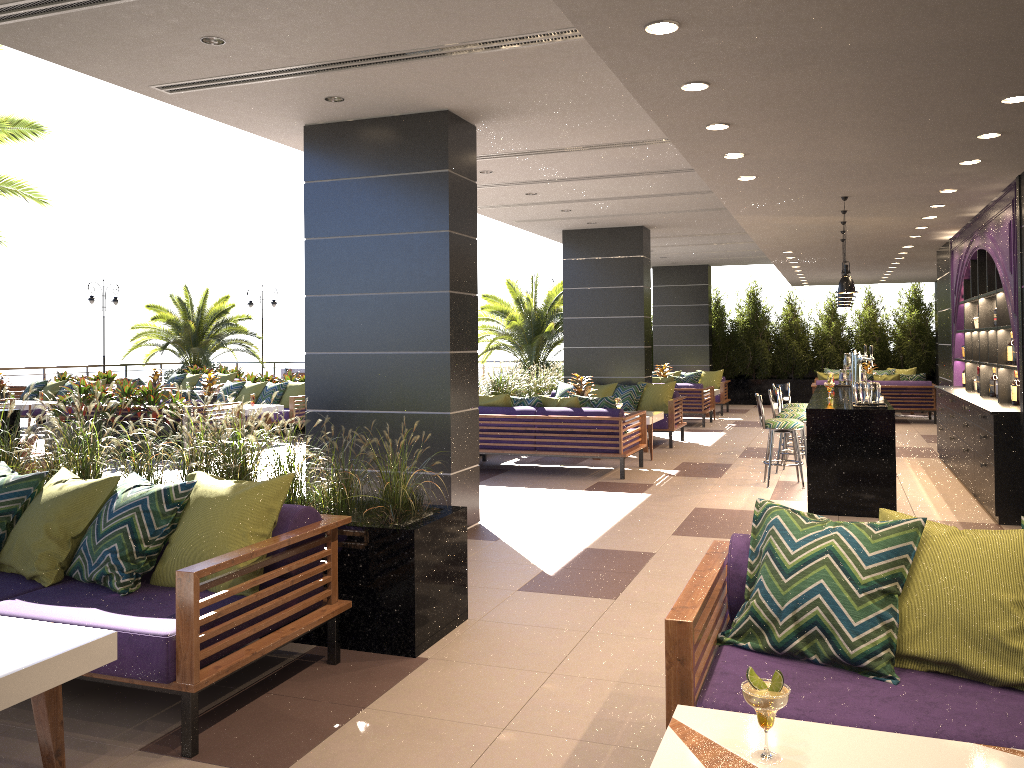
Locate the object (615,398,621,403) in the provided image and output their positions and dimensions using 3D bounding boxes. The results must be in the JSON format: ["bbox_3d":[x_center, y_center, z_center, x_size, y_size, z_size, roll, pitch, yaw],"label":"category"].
[{"bbox_3d":[1.429,0.280,11.938,0.067,0.190,0.084,0,-1,-45],"label":"object"}]

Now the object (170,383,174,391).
[{"bbox_3d":[-7.123,0.070,18.530,0.067,0.190,0.084,0,-1,-40],"label":"object"}]

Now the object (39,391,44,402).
[{"bbox_3d":[-8.264,0.214,15.539,0.067,0.190,0.084,0,-1,-40],"label":"object"}]

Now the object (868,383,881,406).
[{"bbox_3d":[3.110,0.099,7.600,0.105,0.209,0.105,-1,0,25],"label":"object"}]

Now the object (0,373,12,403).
[{"bbox_3d":[-8.914,0.058,15.408,0.430,0.527,0.425,-1,1,-38],"label":"object"}]

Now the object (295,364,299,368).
[{"bbox_3d":[-5.701,-0.418,23.490,0.105,0.209,0.105,-1,0,-5],"label":"object"}]

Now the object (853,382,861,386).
[{"bbox_3d":[3.089,0.087,7.864,0.105,0.209,0.105,-1,0,25],"label":"object"}]

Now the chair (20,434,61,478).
[{"bbox_3d":[-3.940,0.806,6.626,0.714,0.817,0.715,0,1,20],"label":"chair"}]

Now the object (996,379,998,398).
[{"bbox_3d":[4.770,-0.016,8.656,0.104,0.315,0.086,-1,-1,25],"label":"object"}]

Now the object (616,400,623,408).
[{"bbox_3d":[1.372,0.302,11.357,0.106,0.197,0.105,0,0,-42],"label":"object"}]

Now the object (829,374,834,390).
[{"bbox_3d":[3.772,-0.026,10.486,0.084,0.190,0.067,0,-1,-45],"label":"object"}]

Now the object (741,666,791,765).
[{"bbox_3d":[0.561,0.727,1.955,0.106,0.197,0.105,0,0,-42],"label":"object"}]

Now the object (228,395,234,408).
[{"bbox_3d":[-4.263,0.266,13.417,0.106,0.197,0.105,0,0,-37],"label":"object"}]

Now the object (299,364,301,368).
[{"bbox_3d":[-5.667,-0.424,23.601,0.105,0.209,0.105,-1,0,-5],"label":"object"}]

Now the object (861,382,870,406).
[{"bbox_3d":[3.093,0.093,7.734,0.105,0.209,0.105,-1,0,25],"label":"object"}]

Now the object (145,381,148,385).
[{"bbox_3d":[-8.072,0.033,19.512,0.106,0.197,0.105,0,0,-37],"label":"object"}]

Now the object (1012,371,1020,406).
[{"bbox_3d":[4.403,0.038,7.713,0.086,0.299,0.086,0,-1,-21],"label":"object"}]

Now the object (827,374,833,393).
[{"bbox_3d":[3.540,-0.006,9.846,0.069,0.211,0.068,-1,-1,3],"label":"object"}]

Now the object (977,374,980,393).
[{"bbox_3d":[5.115,-0.056,9.649,0.086,0.298,0.086,0,-1,-21],"label":"object"}]

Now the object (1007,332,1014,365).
[{"bbox_3d":[4.461,-0.317,7.886,0.086,0.299,0.086,0,-1,-21],"label":"object"}]

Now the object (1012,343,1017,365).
[{"bbox_3d":[4.385,-0.308,7.674,0.086,0.298,0.086,0,-1,-21],"label":"object"}]

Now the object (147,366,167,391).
[{"bbox_3d":[-7.659,-0.112,18.980,0.425,0.527,0.430,-1,1,-43],"label":"object"}]

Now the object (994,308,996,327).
[{"bbox_3d":[4.870,-0.709,8.857,0.086,0.299,0.086,0,-1,-21],"label":"object"}]

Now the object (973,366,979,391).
[{"bbox_3d":[5.224,-0.057,9.891,0.123,0.279,0.123,-1,0,21],"label":"object"}]

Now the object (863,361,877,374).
[{"bbox_3d":[7.078,-0.193,17.587,0.430,0.527,0.425,0,1,37],"label":"object"}]

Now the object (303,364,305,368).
[{"bbox_3d":[-5.485,-0.417,23.414,0.105,0.209,0.105,-1,0,-5],"label":"object"}]

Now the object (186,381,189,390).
[{"bbox_3d":[-7.015,0.031,19.149,0.069,0.211,0.068,-1,-1,8],"label":"object"}]

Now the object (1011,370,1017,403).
[{"bbox_3d":[4.484,0.029,7.868,0.086,0.298,0.086,0,-1,-21],"label":"object"}]

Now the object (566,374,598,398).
[{"bbox_3d":[0.913,0.124,11.781,0.430,0.527,0.425,0,0,32],"label":"object"}]

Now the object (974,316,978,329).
[{"bbox_3d":[5.238,-0.748,9.905,0.123,0.279,0.123,-1,-1,34],"label":"object"}]

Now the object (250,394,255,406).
[{"bbox_3d":[-4.081,0.245,13.930,0.067,0.190,0.084,0,-1,-40],"label":"object"}]

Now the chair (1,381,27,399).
[{"bbox_3d":[-11.346,0.300,19.673,0.714,0.817,0.714,0,1,20],"label":"chair"}]

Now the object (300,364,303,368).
[{"bbox_3d":[-5.566,-0.420,23.507,0.105,0.209,0.105,-1,0,-5],"label":"object"}]

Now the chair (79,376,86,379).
[{"bbox_3d":[-10.685,0.214,21.468,0.714,0.817,0.714,0,1,20],"label":"chair"}]

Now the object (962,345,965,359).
[{"bbox_3d":[5.521,-0.431,10.744,0.094,0.248,0.151,-1,0,9],"label":"object"}]

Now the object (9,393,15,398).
[{"bbox_3d":[-8.408,0.241,14.882,0.082,0.198,0.069,0,-1,-28],"label":"object"}]

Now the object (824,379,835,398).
[{"bbox_3d":[3.198,0.046,8.918,0.106,0.197,0.106,0,0,-42],"label":"object"}]

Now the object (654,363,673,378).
[{"bbox_3d":[3.002,-0.148,17.459,0.430,0.527,0.425,0,1,37],"label":"object"}]

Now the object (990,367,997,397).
[{"bbox_3d":[4.824,-0.018,8.849,0.086,0.298,0.086,0,-1,-21],"label":"object"}]

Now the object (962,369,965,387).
[{"bbox_3d":[5.595,-0.115,10.903,0.086,0.299,0.086,0,-1,-21],"label":"object"}]

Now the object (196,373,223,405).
[{"bbox_3d":[-4.732,0.086,13.873,0.430,0.527,0.425,0,1,37],"label":"object"}]

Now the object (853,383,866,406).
[{"bbox_3d":[3.000,0.098,7.633,0.105,0.209,0.105,-1,0,25],"label":"object"}]

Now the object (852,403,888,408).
[{"bbox_3d":[3.118,0.188,7.719,0.273,0.018,0.437,0,3,20],"label":"object"}]
